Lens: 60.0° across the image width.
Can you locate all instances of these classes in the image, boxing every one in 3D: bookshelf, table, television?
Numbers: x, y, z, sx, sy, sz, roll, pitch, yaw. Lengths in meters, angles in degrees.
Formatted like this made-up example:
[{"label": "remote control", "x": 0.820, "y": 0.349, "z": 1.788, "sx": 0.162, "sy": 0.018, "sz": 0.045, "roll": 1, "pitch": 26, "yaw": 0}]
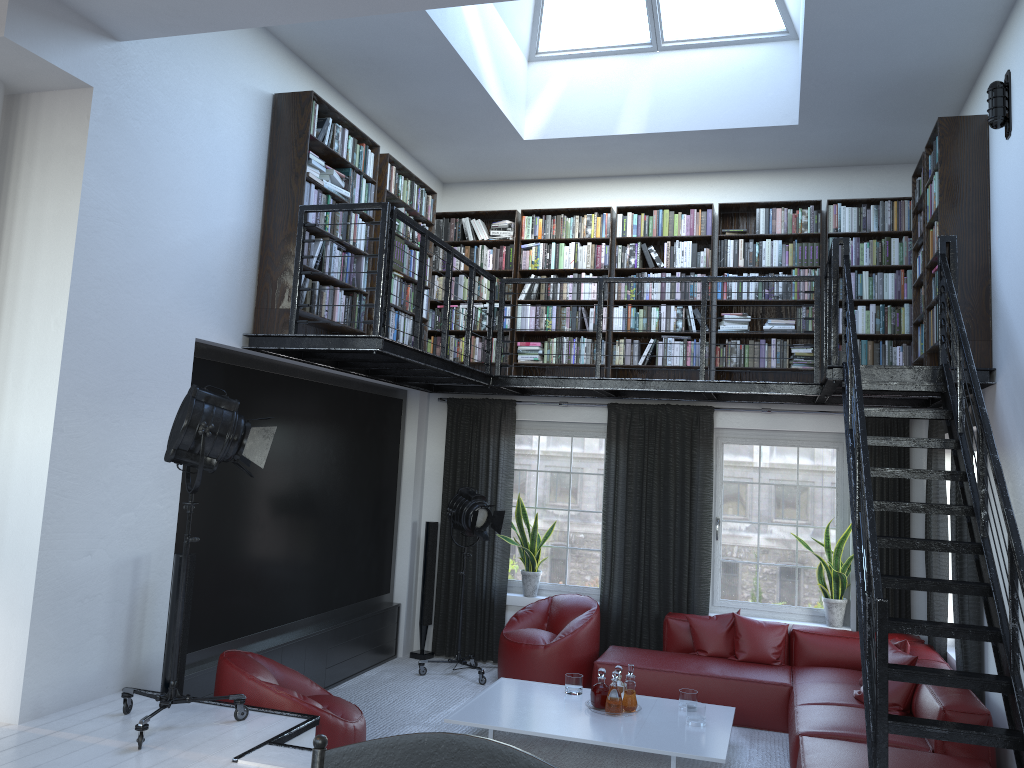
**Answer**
[{"label": "bookshelf", "x": 0.962, "y": -0.914, "z": 6.590, "sx": 4.476, "sy": 1.623, "sz": 3.075, "roll": 1, "pitch": -6, "yaw": 17}, {"label": "table", "x": 0.544, "y": 2.233, "z": 5.676, "sx": 1.665, "sy": 0.245, "sz": 1.160, "roll": 2, "pitch": -5, "yaw": 17}, {"label": "television", "x": -1.509, "y": 1.102, "z": 6.601, "sx": 0.117, "sy": 2.437, "sz": 3.337, "roll": 1, "pitch": -6, "yaw": 17}]

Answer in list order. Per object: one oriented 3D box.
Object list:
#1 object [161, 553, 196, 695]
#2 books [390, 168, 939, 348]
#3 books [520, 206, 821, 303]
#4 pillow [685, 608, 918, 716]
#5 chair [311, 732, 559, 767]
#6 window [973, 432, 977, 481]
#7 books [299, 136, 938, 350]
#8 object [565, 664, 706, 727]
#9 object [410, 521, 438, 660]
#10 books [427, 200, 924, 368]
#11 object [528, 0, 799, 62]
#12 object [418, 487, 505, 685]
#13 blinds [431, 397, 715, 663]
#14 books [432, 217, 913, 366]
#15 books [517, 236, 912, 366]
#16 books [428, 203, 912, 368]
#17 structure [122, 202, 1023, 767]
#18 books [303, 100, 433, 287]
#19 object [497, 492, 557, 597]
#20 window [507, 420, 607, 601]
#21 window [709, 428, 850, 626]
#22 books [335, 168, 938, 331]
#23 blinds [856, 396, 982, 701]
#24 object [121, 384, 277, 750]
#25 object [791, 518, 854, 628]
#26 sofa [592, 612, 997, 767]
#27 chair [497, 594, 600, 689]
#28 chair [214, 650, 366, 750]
[{"label": "object", "x": -1.816, "y": 1.531, "z": 4.733, "sx": 0.157, "sy": 1.226, "sz": 0.157, "roll": 3, "pitch": -7, "yaw": -2}, {"label": "books", "x": 1.025, "y": -0.969, "z": 6.716, "sx": 4.385, "sy": 1.411, "sz": 1.164, "roll": 1, "pitch": -7, "yaw": 17}, {"label": "books", "x": 1.365, "y": -1.136, "z": 7.945, "sx": 2.637, "sy": 0.831, "sz": 0.212, "roll": 1, "pitch": -7, "yaw": 17}, {"label": "pillow", "x": 2.307, "y": 1.976, "z": 6.572, "sx": 0.981, "sy": 0.403, "sz": 1.952, "roll": 6, "pitch": -6, "yaw": -31}, {"label": "chair", "x": -0.154, "y": 0.885, "z": 0.791, "sx": 0.496, "sy": 0.969, "sz": 0.501, "roll": 0, "pitch": -7, "yaw": 24}, {"label": "window", "x": 3.299, "y": 1.135, "z": 6.245, "sx": 0.133, "sy": 1.612, "sz": 1.161, "roll": 1, "pitch": -7, "yaw": 17}, {"label": "books", "x": 0.855, "y": -1.023, "z": 6.210, "sx": 4.378, "sy": 1.415, "sz": 2.195, "roll": 2, "pitch": -6, "yaw": 16}, {"label": "object", "x": 0.785, "y": 1.991, "z": 5.839, "sx": 1.009, "sy": 0.296, "sz": 0.510, "roll": 1, "pitch": -6, "yaw": 20}, {"label": "object", "x": -0.789, "y": 1.884, "z": 8.137, "sx": 0.157, "sy": 1.226, "sz": 0.157, "roll": -1, "pitch": -9, "yaw": 32}, {"label": "books", "x": 1.197, "y": -0.905, "z": 7.442, "sx": 4.436, "sy": 1.435, "sz": 1.279, "roll": 1, "pitch": -6, "yaw": 18}, {"label": "object", "x": 1.058, "y": -3.111, "z": 6.811, "sx": 2.222, "sy": 0.636, "sz": 1.180, "roll": 1, "pitch": -6, "yaw": 17}, {"label": "object", "x": 0.702, "y": 1.734, "z": 7.559, "sx": 2.905, "sy": 1.586, "sz": 0.750, "roll": 3, "pitch": -7, "yaw": 1}, {"label": "blinds", "x": 0.504, "y": 1.336, "z": 7.932, "sx": 2.509, "sy": 2.396, "sz": 0.124, "roll": 1, "pitch": -7, "yaw": 17}, {"label": "books", "x": 1.349, "y": -0.842, "z": 7.894, "sx": 4.442, "sy": 1.403, "sz": 0.241, "roll": 1, "pitch": -7, "yaw": 17}, {"label": "books", "x": 1.704, "y": -0.692, "z": 7.784, "sx": 3.392, "sy": 1.127, "sz": 0.239, "roll": 1, "pitch": -7, "yaw": 17}, {"label": "books", "x": 1.352, "y": -0.853, "z": 7.899, "sx": 4.437, "sy": 1.418, "sz": 0.226, "roll": 1, "pitch": -7, "yaw": 17}, {"label": "structure", "x": 0.652, "y": 0.667, "z": 5.658, "sx": 4.489, "sy": 3.369, "sz": 4.595, "roll": 1, "pitch": -6, "yaw": 17}, {"label": "books", "x": -1.154, "y": -1.090, "z": 6.795, "sx": 0.315, "sy": 1.429, "sz": 2.197, "roll": 1, "pitch": -6, "yaw": 17}, {"label": "object", "x": 0.034, "y": 1.444, "z": 8.013, "sx": 0.553, "sy": 0.944, "sz": 0.523, "roll": 0, "pitch": -8, "yaw": 27}, {"label": "window", "x": 0.374, "y": 1.151, "z": 8.220, "sx": 1.167, "sy": 1.612, "sz": 0.132, "roll": 1, "pitch": -7, "yaw": 17}, {"label": "window", "x": 2.293, "y": 1.203, "z": 7.637, "sx": 1.167, "sy": 1.612, "sz": 0.132, "roll": 1, "pitch": -7, "yaw": 17}, {"label": "books", "x": 0.925, "y": -0.861, "z": 6.483, "sx": 4.336, "sy": 1.145, "sz": 1.591, "roll": 2, "pitch": -6, "yaw": 16}, {"label": "blinds", "x": 3.089, "y": 1.339, "z": 6.423, "sx": 0.527, "sy": 2.390, "sz": 1.742, "roll": 3, "pitch": -6, "yaw": -1}, {"label": "object", "x": -1.453, "y": 0.797, "z": 4.197, "sx": 0.543, "sy": 1.586, "sz": 0.609, "roll": 7, "pitch": -8, "yaw": -29}, {"label": "object", "x": 2.579, "y": 1.510, "z": 7.216, "sx": 0.553, "sy": 0.944, "sz": 0.523, "roll": 2, "pitch": -7, "yaw": 6}, {"label": "sofa", "x": 1.627, "y": 2.109, "z": 5.787, "sx": 2.542, "sy": 0.659, "sz": 3.265, "roll": 2, "pitch": -5, "yaw": 17}, {"label": "chair", "x": 0.310, "y": 2.137, "z": 7.367, "sx": 0.829, "sy": 0.714, "sz": 0.828, "roll": 5, "pitch": -6, "yaw": -22}, {"label": "chair", "x": -1.210, "y": 1.835, "z": 4.851, "sx": 0.830, "sy": 0.714, "sz": 0.827, "roll": 3, "pitch": -6, "yaw": -4}]
